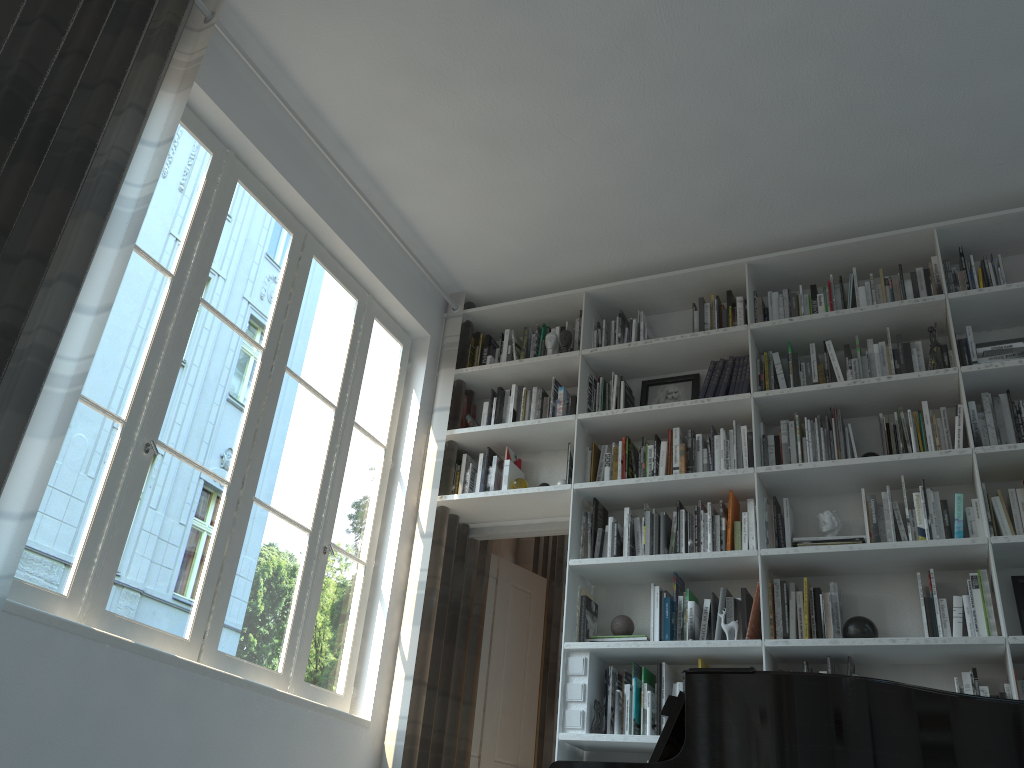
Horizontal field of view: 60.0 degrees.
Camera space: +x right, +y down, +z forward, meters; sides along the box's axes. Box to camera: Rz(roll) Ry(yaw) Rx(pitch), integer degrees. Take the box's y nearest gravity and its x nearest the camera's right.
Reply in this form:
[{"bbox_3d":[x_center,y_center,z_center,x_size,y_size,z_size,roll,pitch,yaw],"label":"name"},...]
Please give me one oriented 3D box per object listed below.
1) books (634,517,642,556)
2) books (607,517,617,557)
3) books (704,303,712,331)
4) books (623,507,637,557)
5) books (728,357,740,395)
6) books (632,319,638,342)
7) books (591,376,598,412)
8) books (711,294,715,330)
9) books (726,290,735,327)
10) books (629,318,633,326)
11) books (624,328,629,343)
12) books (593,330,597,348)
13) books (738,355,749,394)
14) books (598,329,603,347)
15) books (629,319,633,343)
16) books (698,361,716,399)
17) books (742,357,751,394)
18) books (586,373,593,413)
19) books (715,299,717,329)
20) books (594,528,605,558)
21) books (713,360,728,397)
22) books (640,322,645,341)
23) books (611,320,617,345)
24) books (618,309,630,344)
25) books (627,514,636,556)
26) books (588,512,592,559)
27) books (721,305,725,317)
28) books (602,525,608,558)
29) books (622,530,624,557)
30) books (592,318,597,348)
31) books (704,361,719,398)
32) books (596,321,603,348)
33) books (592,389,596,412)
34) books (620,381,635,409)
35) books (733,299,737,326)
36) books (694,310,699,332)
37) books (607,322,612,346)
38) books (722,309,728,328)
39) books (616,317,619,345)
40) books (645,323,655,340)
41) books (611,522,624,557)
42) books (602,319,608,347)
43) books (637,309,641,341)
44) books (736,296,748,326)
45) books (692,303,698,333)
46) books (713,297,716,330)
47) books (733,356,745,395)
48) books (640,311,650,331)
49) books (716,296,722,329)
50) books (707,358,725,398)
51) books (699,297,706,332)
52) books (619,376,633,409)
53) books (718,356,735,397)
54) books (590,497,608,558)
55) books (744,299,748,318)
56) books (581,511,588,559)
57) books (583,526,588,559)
[{"bbox_3d":[0.603,0.754,4.098,0.049,0.241,0.140,-8,-31,24],"label":"books"},{"bbox_3d":[0.484,0.760,4.122,0.022,0.234,0.178,-8,-31,23],"label":"books"},{"bbox_3d":[1.002,-0.263,4.468,0.028,0.247,0.156,-8,-31,23],"label":"books"},{"bbox_3d":[0.556,0.736,4.114,0.023,0.279,0.175,-8,-31,23],"label":"books"},{"bbox_3d":[1.081,0.036,4.273,0.079,0.284,0.175,-8,-31,24],"label":"books"},{"bbox_3d":[0.656,-0.201,4.606,0.021,0.212,0.174,-8,-31,23],"label":"books"},{"bbox_3d":[0.435,0.120,4.542,0.006,0.286,0.149,-8,-31,24],"label":"books"},{"bbox_3d":[1.035,-0.284,4.497,0.014,0.319,0.137,-8,-31,23],"label":"books"},{"bbox_3d":[1.105,-0.301,4.429,0.025,0.295,0.164,-8,-31,23],"label":"books"},{"bbox_3d":[0.638,-0.206,4.640,0.013,0.251,0.130,-8,-31,23],"label":"books"},{"bbox_3d":[0.615,-0.176,4.627,0.026,0.181,0.162,-8,-32,23],"label":"books"},{"bbox_3d":[0.462,-0.162,4.701,0.017,0.203,0.143,-8,-31,23],"label":"books"},{"bbox_3d":[1.122,0.030,4.254,0.079,0.284,0.175,-8,-31,24],"label":"books"},{"bbox_3d":[0.493,-0.166,4.694,0.032,0.209,0.159,-8,-31,23],"label":"books"},{"bbox_3d":[0.644,-0.198,4.620,0.013,0.218,0.182,-8,-31,23],"label":"books"},{"bbox_3d":[0.958,0.053,4.315,0.110,0.278,0.175,-8,-31,24],"label":"books"},{"bbox_3d":[1.137,0.020,4.235,0.079,0.284,0.175,-8,-31,24],"label":"books"},{"bbox_3d":[0.418,0.114,4.542,0.005,0.291,0.185,-8,-31,24],"label":"books"},{"bbox_3d":[1.044,-0.275,4.452,0.010,0.262,0.157,-8,-31,23],"label":"books"},{"bbox_3d":[0.430,0.789,4.130,0.037,0.181,0.190,-8,-32,23],"label":"books"},{"bbox_3d":[1.023,0.049,4.295,0.110,0.278,0.175,-8,-31,24],"label":"books"},{"bbox_3d":[0.697,-0.193,4.599,0.014,0.201,0.171,-8,-31,23],"label":"books"},{"bbox_3d":[0.553,-0.192,4.671,0.016,0.242,0.157,-8,-31,23],"label":"books"},{"bbox_3d":[0.593,-0.224,4.644,0.015,0.278,0.191,-8,-31,23],"label":"books"},{"bbox_3d":[0.566,0.745,4.092,0.011,0.244,0.177,-8,-31,23],"label":"books"},{"bbox_3d":[0.392,0.757,4.165,0.027,0.264,0.177,-8,-31,23],"label":"books"},{"bbox_3d":[1.076,-0.260,4.465,0.013,0.253,0.130,-8,-31,23],"label":"books"},{"bbox_3d":[0.460,0.783,4.142,0.042,0.207,0.144,-8,-31,24],"label":"books"},{"bbox_3d":[0.540,0.791,4.118,0.021,0.186,0.130,-8,-31,23],"label":"books"},{"bbox_3d":[0.458,-0.192,4.732,0.007,0.283,0.160,-8,-31,23],"label":"books"},{"bbox_3d":[0.982,0.055,4.313,0.110,0.278,0.175,-8,-31,24],"label":"books"},{"bbox_3d":[0.477,-0.184,4.714,0.007,0.257,0.157,-8,-31,23],"label":"books"},{"bbox_3d":[0.443,0.156,4.522,0.015,0.206,0.173,-8,-31,23],"label":"books"},{"bbox_3d":[0.579,0.122,4.447,0.012,0.213,0.186,-8,-31,23],"label":"books"},{"bbox_3d":[1.134,-0.277,4.430,0.022,0.259,0.153,-8,-31,23],"label":"books"},{"bbox_3d":[0.956,-0.240,4.486,0.028,0.217,0.153,-8,-31,23],"label":"books"},{"bbox_3d":[0.537,-0.184,4.669,0.013,0.224,0.177,-8,-31,23],"label":"books"},{"bbox_3d":[1.081,-0.246,4.422,0.027,0.189,0.178,-8,-32,23],"label":"books"},{"bbox_3d":[0.579,-0.205,4.661,0.016,0.259,0.155,-8,-31,23],"label":"books"},{"bbox_3d":[0.714,-0.194,4.604,0.013,0.209,0.137,-8,-31,23],"label":"books"},{"bbox_3d":[0.501,0.766,4.097,0.028,0.202,0.189,-8,-32,23],"label":"books"},{"bbox_3d":[0.512,-0.190,4.689,0.012,0.248,0.180,-8,-31,23],"label":"books"},{"bbox_3d":[0.681,-0.231,4.637,0.007,0.300,0.146,-8,-31,24],"label":"books"},{"bbox_3d":[1.153,-0.284,4.407,0.031,0.253,0.179,-8,-31,23],"label":"books"},{"bbox_3d":[0.945,-0.257,4.518,0.013,0.276,0.151,-8,-31,23],"label":"books"},{"bbox_3d":[1.040,-0.277,4.471,0.013,0.282,0.167,-8,-31,23],"label":"books"},{"bbox_3d":[1.104,0.035,4.267,0.079,0.284,0.175,-8,-31,24],"label":"books"},{"bbox_3d":[0.695,-0.223,4.640,0.015,0.291,0.131,-8,-31,23],"label":"books"},{"bbox_3d":[1.055,-0.281,4.451,0.011,0.273,0.184,-8,-31,23],"label":"books"},{"bbox_3d":[0.995,0.043,4.290,0.110,0.278,0.175,-8,-31,24],"label":"books"},{"bbox_3d":[0.980,-0.272,4.486,0.024,0.278,0.188,-8,-31,23],"label":"books"},{"bbox_3d":[0.573,0.110,4.468,0.012,0.253,0.167,-8,-31,23],"label":"books"},{"bbox_3d":[1.043,0.033,4.269,0.097,0.281,0.175,-8,-31,24],"label":"books"},{"bbox_3d":[0.411,0.724,4.171,0.012,0.332,0.185,-8,-31,23],"label":"books"},{"bbox_3d":[1.191,-0.280,4.404,0.039,0.250,0.147,-8,-31,24],"label":"books"},{"bbox_3d":[0.365,0.766,4.207,0.012,0.283,0.160,-8,-31,23],"label":"books"},{"bbox_3d":[0.375,0.793,4.174,0.026,0.208,0.155,-8,-31,23],"label":"books"}]
